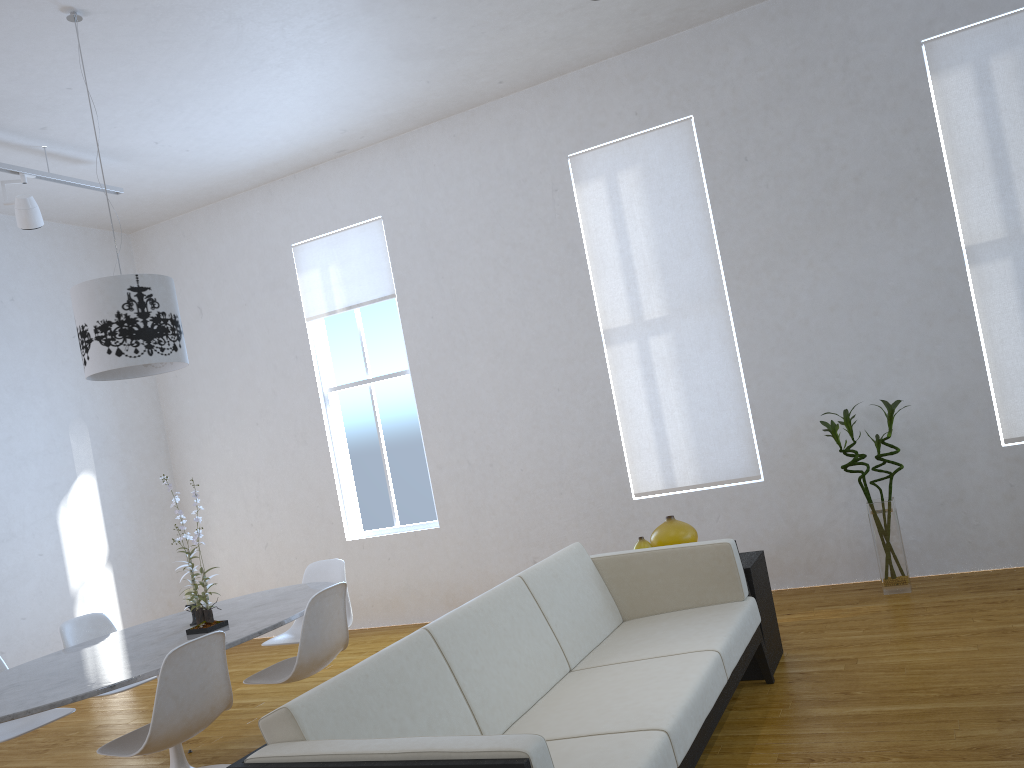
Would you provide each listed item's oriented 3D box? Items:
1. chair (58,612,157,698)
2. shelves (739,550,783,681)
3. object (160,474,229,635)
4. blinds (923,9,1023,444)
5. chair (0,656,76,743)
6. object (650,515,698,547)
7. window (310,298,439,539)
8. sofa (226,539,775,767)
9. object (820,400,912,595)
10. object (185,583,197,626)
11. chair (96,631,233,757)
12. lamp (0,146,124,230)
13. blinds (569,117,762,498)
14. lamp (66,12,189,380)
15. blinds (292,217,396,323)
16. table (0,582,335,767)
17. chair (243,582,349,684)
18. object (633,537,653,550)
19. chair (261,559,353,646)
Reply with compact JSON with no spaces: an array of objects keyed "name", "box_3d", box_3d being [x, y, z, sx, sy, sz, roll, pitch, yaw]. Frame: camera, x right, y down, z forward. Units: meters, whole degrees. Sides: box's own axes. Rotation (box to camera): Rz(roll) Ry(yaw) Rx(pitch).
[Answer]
[{"name":"chair","box_3d":[-1.792,1.209,4.003,0.420,0.351,0.405,-12,-2,27]},{"name":"shelves","box_3d":[0.743,1.021,3.855,0.731,0.451,0.349,-12,-2,24]},{"name":"object","box_3d":[-1.270,0.663,3.502,0.166,0.638,0.203,-10,-2,-37]},{"name":"blinds","box_3d":[2.654,-0.801,4.386,0.763,2.110,0.007,-11,-1,24]},{"name":"chair","box_3d":[-2.022,1.228,3.523,0.420,0.351,0.405,-12,-2,23]},{"name":"object","box_3d":[0.717,0.690,3.914,0.206,0.215,0.208,-10,-2,-24]},{"name":"window","box_3d":[-0.985,-0.019,6.165,0.776,2.127,0.073,-11,-1,24]},{"name":"sofa","box_3d":[0.814,0.827,2.393,9.746,0.678,5.329,-12,-3,24]},{"name":"object","box_3d":[1.865,0.580,4.597,0.483,0.979,0.380,-11,-1,-3]},{"name":"object","box_3d":[-1.336,0.915,3.701,0.059,0.176,0.059,-11,-1,9]},{"name":"chair","box_3d":[-1.165,1.038,2.990,0.420,0.351,0.405,-12,-2,28]},{"name":"lamp","box_3d":[-3.033,-1.058,4.010,0.205,0.486,3.114,-11,-3,22]},{"name":"blinds","box_3d":[0.883,-0.422,5.209,0.763,2.109,0.007,-11,-1,24]},{"name":"lamp","box_3d":[-1.688,-0.806,3.679,0.399,1.537,0.400,-11,-1,-9]},{"name":"blinds","box_3d":[-1.163,-0.777,6.106,0.763,0.556,0.007,-12,-1,24]},{"name":"table","box_3d":[-1.339,1.311,3.475,1.073,0.622,1.907,-12,-3,23]},{"name":"chair","box_3d":[-0.867,1.012,3.599,0.420,0.351,0.405,-12,-2,24]},{"name":"object","box_3d":[0.573,0.741,3.835,0.095,0.160,0.096,-10,-2,-24]},{"name":"chair","box_3d":[-1.001,1.076,4.331,0.406,0.351,0.418,-12,-2,26]}]
